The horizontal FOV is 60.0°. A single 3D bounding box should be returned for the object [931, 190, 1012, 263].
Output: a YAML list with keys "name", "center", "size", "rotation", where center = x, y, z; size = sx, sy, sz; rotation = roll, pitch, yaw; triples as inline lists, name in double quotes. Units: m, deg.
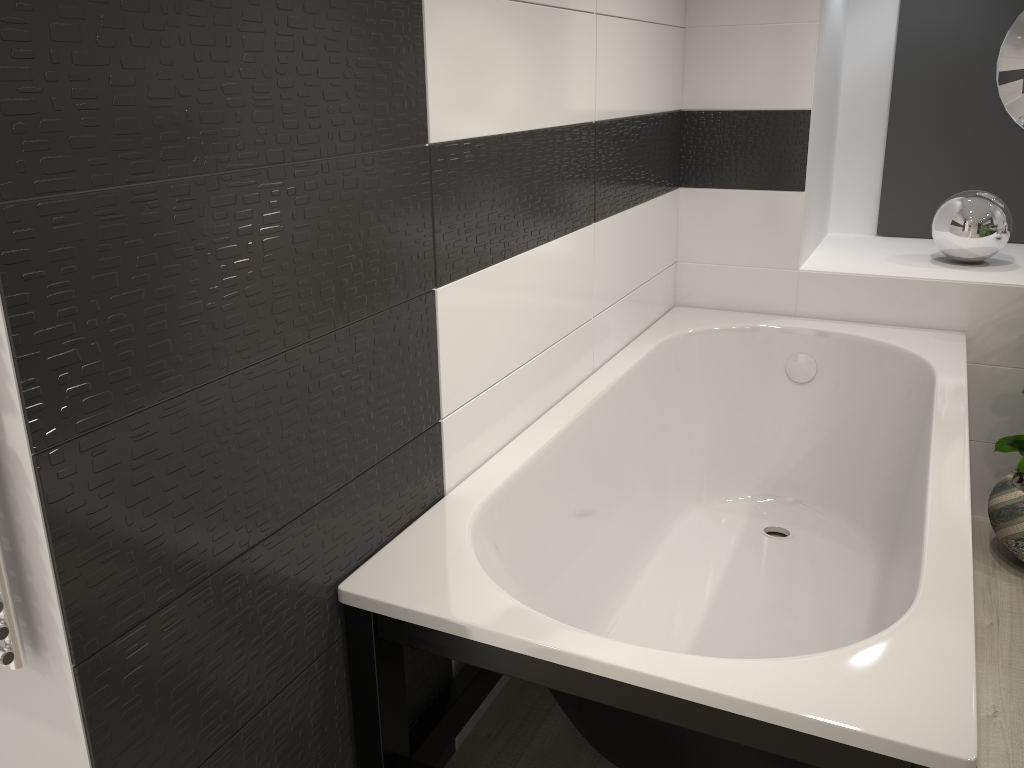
- name: "object"
  center: [1.669, -0.572, 3.222]
  size: [0.261, 0.259, 0.262]
  rotation: [13, 23, 37]

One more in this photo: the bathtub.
- name: "bathtub"
  center: [0.619, 0.410, 2.376]
  size: [1.010, 0.670, 2.197]
  rotation: [8, 21, 24]

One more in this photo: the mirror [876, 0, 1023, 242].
- name: "mirror"
  center: [2.162, -1.205, 3.312]
  size: [1.363, 1.369, 0.078]
  rotation: [8, 19, 25]

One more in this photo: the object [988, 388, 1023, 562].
- name: "object"
  center: [1.743, 0.042, 2.689]
  size: [0.439, 1.121, 0.422]
  rotation: [-8, 19, -22]

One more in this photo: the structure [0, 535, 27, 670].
- name: "structure"
  center: [-0.823, -0.289, 0.984]
  size: [0.473, 1.280, 0.040]
  rotation: [7, 19, 25]
